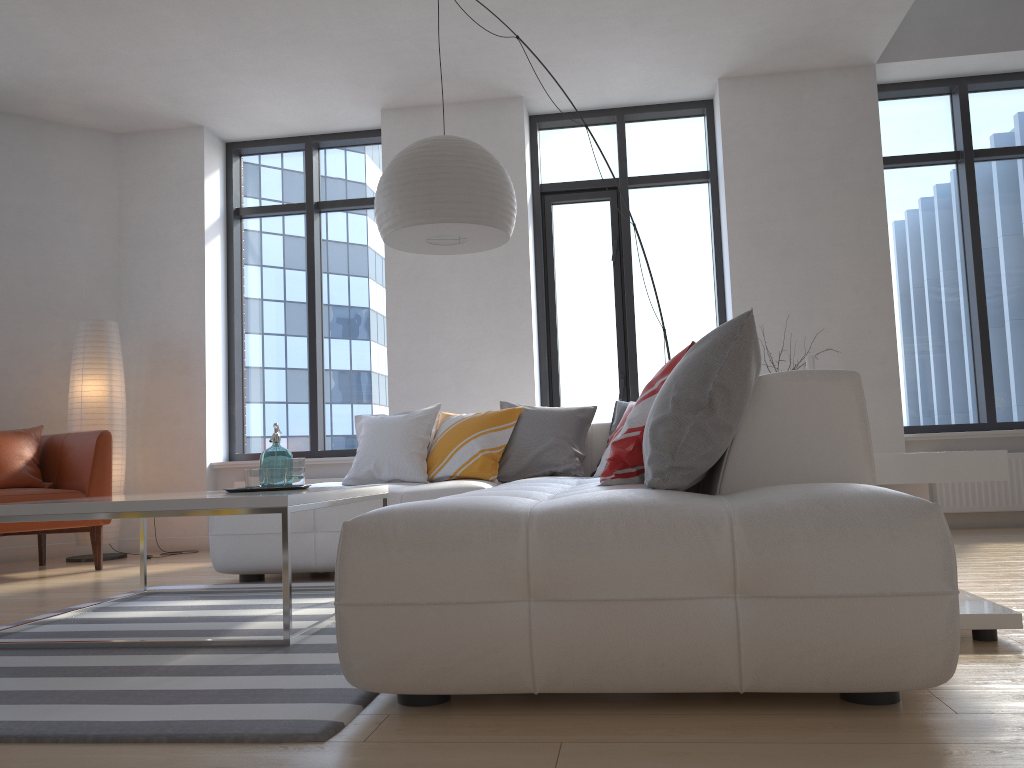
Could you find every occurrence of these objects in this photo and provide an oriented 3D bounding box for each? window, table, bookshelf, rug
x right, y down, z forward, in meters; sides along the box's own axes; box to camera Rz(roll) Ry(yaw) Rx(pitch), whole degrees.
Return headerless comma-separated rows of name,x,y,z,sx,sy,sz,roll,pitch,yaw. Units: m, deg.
window,3.101,-0.877,5.974,1.310,2.402,0.170,-3,-5,7
table,-1.118,0.615,3.193,1.091,0.435,1.091,-3,-5,7
window,-1.455,-0.648,6.568,1.310,2.402,0.170,-3,-5,7
window,0.824,-0.763,6.271,1.310,2.402,0.170,-3,-5,7
bookshelf,1.303,0.538,3.604,0.356,0.500,2.600,-3,-5,7
rug,-1.019,0.810,2.927,1.662,0.016,2.326,-3,-5,7

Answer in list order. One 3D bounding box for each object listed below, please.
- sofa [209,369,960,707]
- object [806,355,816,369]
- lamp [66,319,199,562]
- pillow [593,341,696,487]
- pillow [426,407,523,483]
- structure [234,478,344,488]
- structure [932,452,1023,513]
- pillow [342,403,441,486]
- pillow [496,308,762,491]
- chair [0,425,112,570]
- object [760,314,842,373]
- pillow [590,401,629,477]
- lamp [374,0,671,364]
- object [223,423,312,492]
sofa,-0.207,0.475,3.551,2.614,0.732,3.424,-3,-5,7
object,1.223,0.092,3.619,0.319,0.398,0.316,-5,-6,31
lamp,-2.490,0.360,5.868,0.804,1.550,0.502,1,-6,-32
pillow,0.608,0.199,3.556,0.575,0.449,2.250,-3,-5,5
pillow,0.138,0.260,4.148,0.630,0.440,2.095,1,-6,-35
structure,-1.409,0.885,6.098,1.015,0.460,0.110,-3,-5,7
structure,3.150,0.657,5.504,1.015,0.460,0.110,-3,-5,7
pillow,-0.084,0.271,4.378,2.156,0.456,0.580,-6,-6,33
pillow,0.265,0.177,3.506,0.647,0.453,2.953,-2,-5,-5
chair,-2.873,0.641,4.992,0.843,0.858,0.896,-6,-7,39
object,1.408,-0.013,4.471,0.406,0.744,0.607,2,-7,-42
pillow,0.642,0.201,3.882,0.608,0.436,2.120,-2,-5,3
lamp,0.586,-0.414,4.713,0.710,2.647,3.199,-7,-7,43
object,-0.947,0.279,3.435,0.330,0.265,0.330,-5,-6,31
